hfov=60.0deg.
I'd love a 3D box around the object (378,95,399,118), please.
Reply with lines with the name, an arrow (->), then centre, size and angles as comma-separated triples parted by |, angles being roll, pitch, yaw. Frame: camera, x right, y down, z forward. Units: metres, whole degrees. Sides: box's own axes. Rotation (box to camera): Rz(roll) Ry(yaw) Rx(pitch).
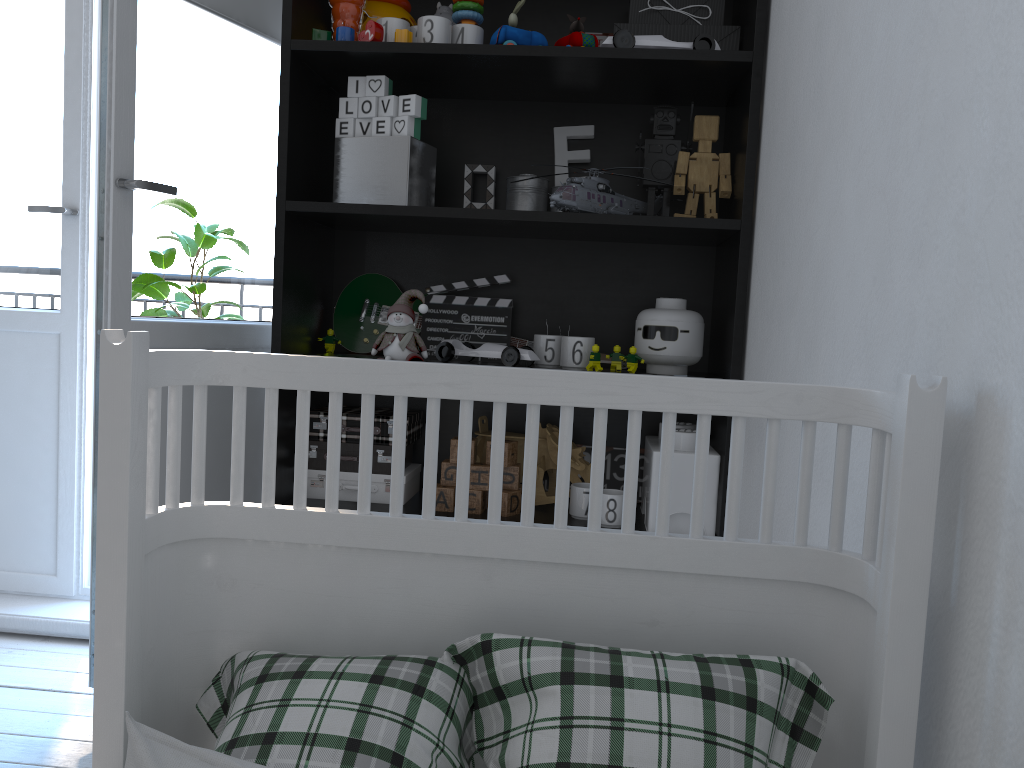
object -> -0.237, -0.546, 1.758 | 0.040, 0.040, 0.040 | 6, 5, 35

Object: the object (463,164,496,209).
object -> -0.072, -0.422, 1.985 | 0.070, 0.135, 0.028 | 3, 4, 5

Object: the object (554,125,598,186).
object -> 0.142, -0.502, 1.968 | 0.107, 0.151, 0.055 | 3, 4, 5

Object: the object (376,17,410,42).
object -> -0.240, -0.690, 1.778 | 0.067, 0.067, 0.067 | 3, 4, 6

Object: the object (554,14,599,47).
object -> 0.132, -0.701, 1.809 | 0.087, 0.112, 0.121 | 1, 4, -24

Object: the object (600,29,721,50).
object -> 0.284, -0.648, 1.709 | 0.230, 0.048, 0.098 | 3, 4, -5

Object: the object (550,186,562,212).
object -> 0.122, -0.382, 1.851 | 0.078, 0.091, 0.246 | 3, 4, 0

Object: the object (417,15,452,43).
object -> -0.154, -0.684, 1.755 | 0.067, 0.067, 0.067 | 3, 4, 6

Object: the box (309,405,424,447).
box -> -0.316, 0.089, 1.931 | 0.215, 0.062, 0.179 | 3, 4, 5

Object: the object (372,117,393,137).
object -> -0.252, -0.507, 1.766 | 0.040, 0.040, 0.040 | 4, 4, 20

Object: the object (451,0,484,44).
object -> -0.088, -0.756, 1.784 | 0.077, 0.213, 0.077 | 6, 5, 39

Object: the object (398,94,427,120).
object -> -0.195, -0.543, 1.743 | 0.040, 0.040, 0.040 | 5, 5, 30

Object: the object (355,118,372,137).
object -> -0.290, -0.510, 1.788 | 0.040, 0.040, 0.040 | 4, 4, 10

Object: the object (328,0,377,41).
object -> -0.323, -0.764, 1.781 | 0.105, 0.203, 0.072 | 4, 4, 13

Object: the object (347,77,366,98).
object -> -0.304, -0.591, 1.781 | 0.040, 0.040, 0.040 | 4, 4, 10

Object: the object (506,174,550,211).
object -> 0.032, -0.401, 1.942 | 0.095, 0.111, 0.095 | 4, 4, 10

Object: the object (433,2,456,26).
object -> -0.148, -0.741, 1.914 | 0.063, 0.160, 0.063 | 2, 4, -16

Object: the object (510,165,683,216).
object -> 0.172, -0.383, 1.813 | 0.368, 0.106, 0.349 | 3, 4, 7

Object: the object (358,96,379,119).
object -> -0.279, -0.549, 1.774 | 0.040, 0.040, 0.040 | 5, 4, 25

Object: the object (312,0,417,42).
object -> -0.283, -0.761, 1.849 | 0.197, 0.197, 0.318 | 3, 4, 2

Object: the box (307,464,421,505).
box -> -0.323, 0.212, 1.938 | 0.215, 0.062, 0.179 | 3, 4, 5

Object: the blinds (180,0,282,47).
blinds -> -0.591, -0.974, 1.917 | 0.032, 0.391, 0.565 | 5, 4, 25

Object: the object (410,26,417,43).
object -> -0.182, -0.690, 1.817 | 0.067, 0.067, 0.067 | 2, 4, -21

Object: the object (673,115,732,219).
object -> 0.383, -0.427, 1.780 | 0.114, 0.221, 0.052 | 3, 4, 5

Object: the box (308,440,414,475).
box -> -0.338, 0.149, 1.936 | 0.215, 0.062, 0.179 | 3, 4, 5

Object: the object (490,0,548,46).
object -> 0.019, -0.705, 1.777 | 0.121, 0.126, 0.087 | 2, 4, -18

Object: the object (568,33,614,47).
object -> 0.293, -0.708, 1.951 | 0.347, 0.132, 0.037 | 3, 4, 5

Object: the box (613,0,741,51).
box -> 0.337, -0.725, 1.839 | 0.251, 0.189, 0.179 | 3, 4, 5

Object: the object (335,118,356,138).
object -> -0.329, -0.513, 1.794 | 0.040, 0.040, 0.040 | 4, 4, 20

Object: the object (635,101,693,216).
object -> 0.314, -0.455, 1.847 | 0.117, 0.259, 0.081 | 3, 4, 5

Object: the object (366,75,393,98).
object -> -0.264, -0.588, 1.766 | 0.040, 0.040, 0.040 | 4, 4, 15

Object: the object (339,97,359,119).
object -> -0.322, -0.552, 1.789 | 0.040, 0.040, 0.040 | 4, 4, 15
